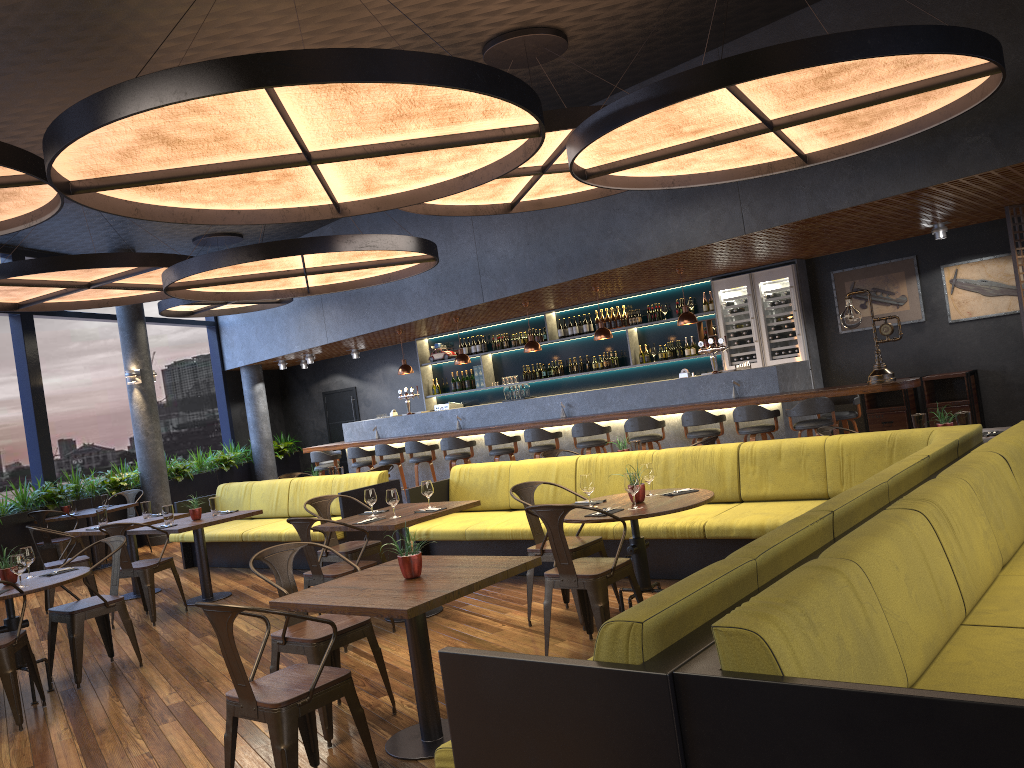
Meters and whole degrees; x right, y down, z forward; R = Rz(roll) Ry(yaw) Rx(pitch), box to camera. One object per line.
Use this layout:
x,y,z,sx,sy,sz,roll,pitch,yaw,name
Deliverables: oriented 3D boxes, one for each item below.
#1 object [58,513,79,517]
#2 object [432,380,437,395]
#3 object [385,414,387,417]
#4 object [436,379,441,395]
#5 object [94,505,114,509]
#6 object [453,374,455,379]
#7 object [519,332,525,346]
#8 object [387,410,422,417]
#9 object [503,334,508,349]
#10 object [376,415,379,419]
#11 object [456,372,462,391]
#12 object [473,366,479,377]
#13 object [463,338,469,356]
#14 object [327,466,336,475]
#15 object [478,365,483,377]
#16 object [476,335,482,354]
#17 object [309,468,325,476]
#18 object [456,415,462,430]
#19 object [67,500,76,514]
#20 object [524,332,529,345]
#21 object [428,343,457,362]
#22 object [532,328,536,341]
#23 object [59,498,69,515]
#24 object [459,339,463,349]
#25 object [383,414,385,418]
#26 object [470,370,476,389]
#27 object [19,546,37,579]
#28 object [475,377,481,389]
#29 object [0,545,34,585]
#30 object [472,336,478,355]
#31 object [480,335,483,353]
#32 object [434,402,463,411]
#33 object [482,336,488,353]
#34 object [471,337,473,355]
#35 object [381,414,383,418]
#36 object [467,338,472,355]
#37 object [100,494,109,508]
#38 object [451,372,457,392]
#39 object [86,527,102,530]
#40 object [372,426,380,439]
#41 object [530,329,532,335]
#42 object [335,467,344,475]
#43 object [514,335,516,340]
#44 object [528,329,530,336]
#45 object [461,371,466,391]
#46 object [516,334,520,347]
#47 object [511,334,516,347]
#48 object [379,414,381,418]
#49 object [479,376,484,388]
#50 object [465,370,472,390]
-5.751,1.697,11.469,0.255,0.019,0.157,-8,0,15,object
-1.398,0.058,15.864,0.079,0.281,0.079,-8,0,-32,object
-2.104,0.524,14.806,0.042,0.059,0.042,-8,0,36,object
-1.326,0.047,15.810,0.079,0.281,0.079,-9,0,43,object
-5.547,1.671,12.101,0.255,0.019,0.157,-8,0,15,object
-1.021,-0.030,15.575,0.094,0.340,0.094,-8,0,-15,object
0.153,-0.731,14.464,0.088,0.224,0.088,-8,0,33,object
-1.853,0.467,15.197,0.200,0.106,0.766,-9,0,39,object
-0.112,-0.707,14.660,0.063,0.254,0.063,-8,0,-33,object
-2.219,0.540,14.654,0.042,0.059,0.042,-8,0,36,object
-0.932,-0.044,15.396,0.094,0.340,0.094,-8,0,-37,object
-0.587,-0.214,15.130,0.098,0.192,0.080,-9,0,39,object
-0.801,-0.633,15.210,0.085,0.310,0.086,-8,0,-24,object
-2.190,1.097,10.826,0.102,0.178,0.102,-8,0,-16,object
-0.511,-0.226,15.066,0.098,0.192,0.080,-9,0,39,object
-0.564,-0.669,15.020,0.085,0.310,0.086,-8,0,-18,object
-2.298,1.063,10.379,0.260,0.271,0.238,-9,0,44,object
-0.764,0.548,12.696,0.114,0.203,0.069,-8,0,-1,object
-5.770,1.620,11.636,0.102,0.178,0.102,-8,0,21,object
0.226,-0.741,14.542,0.088,0.224,0.088,-8,0,33,object
-1.250,-0.569,15.665,0.579,0.319,0.229,-9,0,39,object
0.358,-0.776,14.416,0.063,0.254,0.063,-8,0,-23,object
-5.993,1.607,11.857,0.238,0.271,0.260,-9,0,40,object
-0.871,-0.623,15.270,0.085,0.310,0.086,-8,0,-18,object
-2.136,0.529,14.767,0.042,0.059,0.042,-8,0,36,object
-0.681,-0.081,15.338,0.094,0.340,0.094,-8,0,-29,object
-3.304,1.218,6.050,0.097,0.206,0.097,-8,0,11,object
-0.561,-0.024,15.128,0.098,0.192,0.080,-9,0,39,object
-3.319,1.184,5.847,0.260,0.271,0.238,-8,0,-12,object
-0.642,-0.657,15.086,0.085,0.310,0.086,-8,0,-32,object
-0.505,-0.677,15.094,0.085,0.310,0.086,-8,0,-10,object
-1.135,0.603,15.487,0.355,0.569,0.550,-9,0,39,object
-0.468,-0.665,14.951,0.083,0.301,0.083,-8,0,-44,object
-0.665,-0.653,15.218,0.085,0.310,0.086,-8,0,-24,object
-2.154,0.531,14.720,0.042,0.059,0.042,-8,0,36,object
-0.739,-0.642,15.280,0.085,0.310,0.086,-8,0,-40,object
-5.483,1.581,11.945,0.102,0.178,0.102,-8,0,31,object
-1.016,-0.032,15.447,0.094,0.340,0.094,-8,0,-29,object
-4.215,1.460,8.993,0.255,0.019,0.157,-9,0,38,object
-2.111,0.750,13.775,0.114,0.203,0.069,-8,0,-4,object
0.308,-0.768,14.488,0.063,0.254,0.063,-8,0,-43,object
-2.025,1.071,10.436,0.102,0.178,0.102,-8,0,24,object
0.044,-0.711,14.671,0.068,0.217,0.068,-9,0,44,object
0.293,-0.767,14.354,0.063,0.254,0.063,-8,0,-3,object
-0.847,-0.056,15.460,0.094,0.340,0.094,-8,0,-29,object
0.090,-0.718,14.599,0.068,0.217,0.068,-8,0,-31,object
0.026,-0.709,14.532,0.068,0.217,0.068,-8,0,29,object
-2.189,0.536,14.690,0.042,0.059,0.042,-8,0,36,object
-0.483,-0.035,15.065,0.098,0.192,0.080,-9,0,39,object
-0.763,-0.069,15.272,0.094,0.340,0.094,-8,0,-12,object
